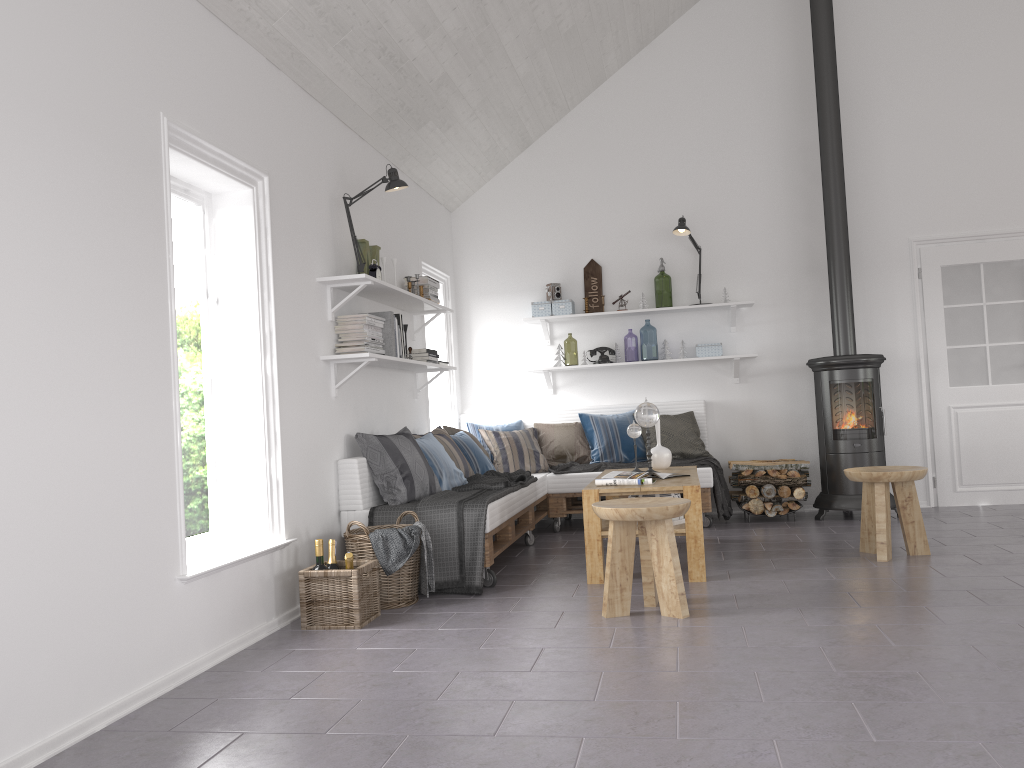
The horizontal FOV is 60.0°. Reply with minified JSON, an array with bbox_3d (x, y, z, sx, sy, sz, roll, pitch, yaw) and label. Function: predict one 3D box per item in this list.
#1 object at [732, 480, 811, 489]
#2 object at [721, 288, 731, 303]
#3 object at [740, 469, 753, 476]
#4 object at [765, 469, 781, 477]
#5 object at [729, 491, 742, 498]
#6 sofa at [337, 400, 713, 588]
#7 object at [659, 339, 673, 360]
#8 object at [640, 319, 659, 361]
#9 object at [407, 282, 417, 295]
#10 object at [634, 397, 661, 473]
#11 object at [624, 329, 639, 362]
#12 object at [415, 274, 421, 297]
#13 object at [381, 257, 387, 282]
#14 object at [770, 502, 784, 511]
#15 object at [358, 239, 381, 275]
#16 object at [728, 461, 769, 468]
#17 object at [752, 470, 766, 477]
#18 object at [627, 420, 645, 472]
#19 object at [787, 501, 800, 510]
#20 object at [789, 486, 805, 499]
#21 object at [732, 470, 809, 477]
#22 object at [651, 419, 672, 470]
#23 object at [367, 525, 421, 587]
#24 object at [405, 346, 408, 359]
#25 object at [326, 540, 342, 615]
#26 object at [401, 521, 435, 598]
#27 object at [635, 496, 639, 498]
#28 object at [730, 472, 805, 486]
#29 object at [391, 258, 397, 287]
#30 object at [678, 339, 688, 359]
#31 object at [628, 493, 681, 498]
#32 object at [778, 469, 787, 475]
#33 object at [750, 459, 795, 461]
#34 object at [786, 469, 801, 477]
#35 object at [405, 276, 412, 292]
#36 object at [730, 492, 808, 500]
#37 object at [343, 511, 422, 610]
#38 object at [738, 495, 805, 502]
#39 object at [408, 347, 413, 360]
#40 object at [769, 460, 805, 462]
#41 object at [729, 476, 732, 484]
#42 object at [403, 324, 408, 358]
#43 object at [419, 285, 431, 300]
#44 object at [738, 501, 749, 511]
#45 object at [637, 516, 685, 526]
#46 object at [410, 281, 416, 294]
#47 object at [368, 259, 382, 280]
[{"bbox_3d":[1.930,0.744,6.606,0.562,0.063,0.095,-4,-2,11],"label":"object"},{"bbox_3d":[1.688,-0.697,7.016,0.073,0.142,0.072,-5,-3,43],"label":"object"},{"bbox_3d":[1.778,0.659,6.714,0.098,0.061,0.467,-4,-2,12],"label":"object"},{"bbox_3d":[1.950,0.650,6.687,0.096,0.068,0.467,-4,-2,10],"label":"object"},{"bbox_3d":[1.967,0.854,6.853,0.569,0.078,0.115,-4,-2,11],"label":"object"},{"bbox_3d":[0.330,0.621,5.929,2.017,0.932,2.855,-4,-2,11],"label":"sofa"},{"bbox_3d":[1.237,-0.276,7.129,0.103,0.178,0.097,-2,-2,-26],"label":"object"},{"bbox_3d":[1.093,-0.348,7.092,0.137,0.335,0.137,-3,-2,0],"label":"object"},{"bbox_3d":[-0.635,-0.589,5.510,0.088,0.085,0.088,-4,-2,33],"label":"object"},{"bbox_3d":[0.838,0.316,5.451,0.155,0.468,0.155,-3,-2,-11],"label":"object"},{"bbox_3d":[0.957,-0.306,7.124,0.111,0.270,0.111,-4,-2,29],"label":"object"},{"bbox_3d":[-0.605,-0.623,5.691,0.066,0.160,0.066,-3,-2,-3],"label":"object"},{"bbox_3d":[-0.799,-0.665,5.562,0.084,0.256,0.084,-2,-2,-21],"label":"object"},{"bbox_3d":[1.971,0.894,6.679,0.097,0.056,0.562,-4,-2,10],"label":"object"},{"bbox_3d":[-0.861,-0.695,5.335,0.052,0.311,0.330,-4,-2,11],"label":"object"},{"bbox_3d":[1.912,0.604,6.651,0.562,0.074,0.095,-4,-2,11],"label":"object"},{"bbox_3d":[1.862,0.657,6.704,0.098,0.060,0.467,-4,-2,14],"label":"object"},{"bbox_3d":[0.784,0.394,5.639,0.109,0.329,0.109,-2,-2,-21],"label":"object"},{"bbox_3d":[2.088,0.895,6.655,0.096,0.060,0.467,-4,-2,11],"label":"object"},{"bbox_3d":[2.125,0.778,6.667,0.118,0.142,0.520,-4,-2,14],"label":"object"},{"bbox_3d":[1.960,0.687,6.742,0.562,0.057,0.097,-4,-2,10],"label":"object"},{"bbox_3d":[0.950,0.392,5.734,0.155,0.325,0.155,-3,-2,-19],"label":"object"},{"bbox_3d":[-0.585,0.856,4.308,0.303,0.332,0.367,-2,-2,-33],"label":"object"},{"bbox_3d":[-0.678,-0.186,5.598,0.032,0.117,0.058,-4,-2,22],"label":"object"},{"bbox_3d":[-0.833,0.901,4.075,0.094,0.361,0.127,-4,-2,10],"label":"object"},{"bbox_3d":[-0.579,0.874,4.365,0.349,0.356,0.290,-3,-2,5],"label":"object"},{"bbox_3d":[0.725,0.680,4.796,0.090,0.139,0.182,-2,-2,-24],"label":"object"},{"bbox_3d":[1.908,0.710,6.640,0.538,0.082,0.099,-4,-2,10],"label":"object"},{"bbox_3d":[-0.740,-0.666,5.626,0.084,0.256,0.084,-2,-2,-21],"label":"object"},{"bbox_3d":[1.361,-0.276,7.073,0.088,0.161,0.093,-4,-2,20],"label":"object"},{"bbox_3d":[0.814,0.679,5.061,0.302,0.161,0.302,-3,-2,7],"label":"object"},{"bbox_3d":[2.019,0.646,6.661,0.044,0.034,0.425,-4,-2,10],"label":"object"},{"bbox_3d":[1.948,0.613,6.836,0.467,0.063,0.095,-4,-2,10],"label":"object"},{"bbox_3d":[2.089,0.643,6.658,0.098,0.088,0.466,-4,-2,12],"label":"object"},{"bbox_3d":[-0.658,-0.617,5.662,0.055,0.153,0.055,-3,-2,-12],"label":"object"},{"bbox_3d":[1.953,0.849,6.746,0.562,0.063,0.095,-4,-2,11],"label":"object"},{"bbox_3d":[-0.624,0.865,4.367,0.393,0.432,0.393,-3,-2,-3],"label":"object"},{"bbox_3d":[1.917,0.844,6.561,0.468,0.069,0.095,-4,-2,10],"label":"object"},{"bbox_3d":[-0.636,-0.182,5.558,0.032,0.102,0.058,-3,-2,6],"label":"object"},{"bbox_3d":[1.940,0.610,6.752,0.541,0.070,0.101,-4,-2,12],"label":"object"},{"bbox_3d":[1.933,0.730,6.766,0.539,0.070,0.101,-4,-2,12],"label":"object"},{"bbox_3d":[-0.682,-0.253,5.717,0.085,0.259,0.085,-2,-2,-21],"label":"object"},{"bbox_3d":[-0.591,-0.590,5.787,0.124,0.100,0.124,-4,-2,33],"label":"object"},{"bbox_3d":[1.761,0.908,6.770,0.052,0.056,0.561,-4,-2,11],"label":"object"},{"bbox_3d":[0.767,0.697,4.744,0.281,0.102,0.155,-5,-3,44],"label":"object"},{"bbox_3d":[-0.653,-0.611,5.864,0.055,0.153,0.055,-2,-2,-22],"label":"object"},{"bbox_3d":[-0.786,-0.634,5.099,0.050,0.165,0.120,-4,-2,11],"label":"object"}]
